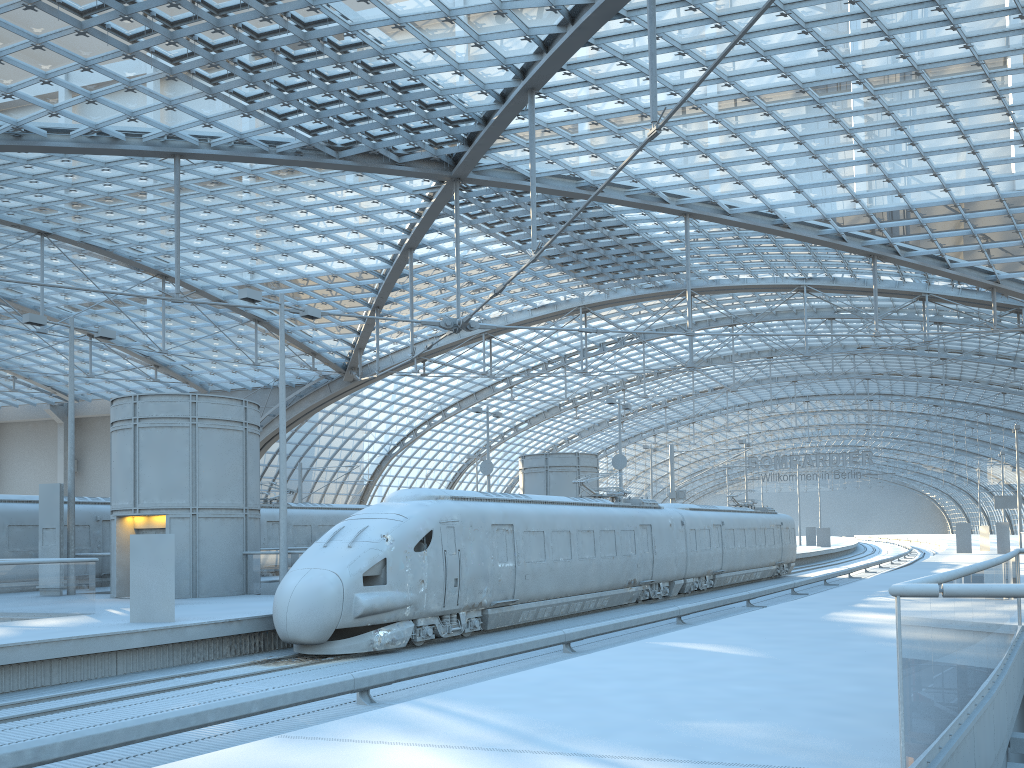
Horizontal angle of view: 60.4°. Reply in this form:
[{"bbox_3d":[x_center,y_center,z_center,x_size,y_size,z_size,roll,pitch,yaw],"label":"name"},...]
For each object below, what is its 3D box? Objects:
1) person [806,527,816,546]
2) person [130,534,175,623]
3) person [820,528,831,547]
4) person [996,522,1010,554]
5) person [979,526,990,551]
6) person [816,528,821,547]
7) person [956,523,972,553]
[{"bbox_3d":[28.125,14.352,82.690,0.902,1.791,0.001,-3,-3,25],"label":"person"},{"bbox_3d":[-6.790,3.688,16.594,0.875,1.698,0.001,-1,-2,4],"label":"person"},{"bbox_3d":[26.598,13.068,74.599,0.830,1.724,0.001,-3,-3,30],"label":"person"},{"bbox_3d":[27.252,8.566,48.773,0.068,1.799,0.787,0,-4,-28],"label":"person"},{"bbox_3d":[29.741,9.737,55.315,0.001,1.604,0.813,0,-4,-15],"label":"person"},{"bbox_3d":[27.545,13.648,78.154,0.878,1.698,0.001,-3,-3,30],"label":"person"},{"bbox_3d":[26.280,8.994,51.141,0.001,1.790,0.906,1,-4,-35],"label":"person"}]
